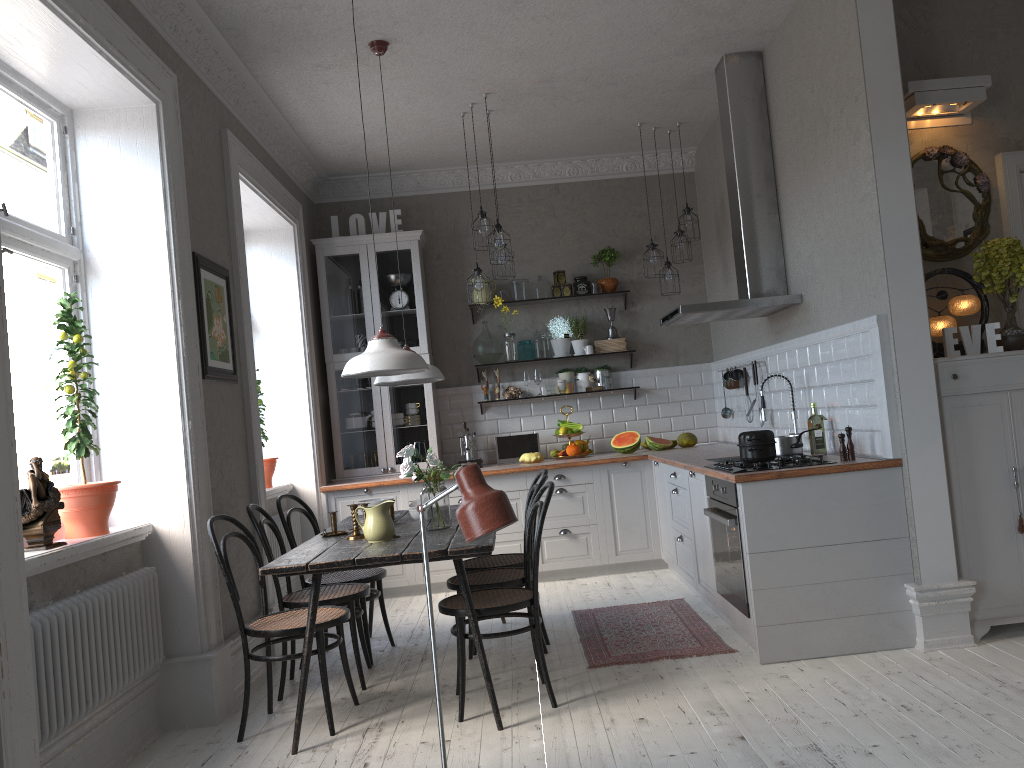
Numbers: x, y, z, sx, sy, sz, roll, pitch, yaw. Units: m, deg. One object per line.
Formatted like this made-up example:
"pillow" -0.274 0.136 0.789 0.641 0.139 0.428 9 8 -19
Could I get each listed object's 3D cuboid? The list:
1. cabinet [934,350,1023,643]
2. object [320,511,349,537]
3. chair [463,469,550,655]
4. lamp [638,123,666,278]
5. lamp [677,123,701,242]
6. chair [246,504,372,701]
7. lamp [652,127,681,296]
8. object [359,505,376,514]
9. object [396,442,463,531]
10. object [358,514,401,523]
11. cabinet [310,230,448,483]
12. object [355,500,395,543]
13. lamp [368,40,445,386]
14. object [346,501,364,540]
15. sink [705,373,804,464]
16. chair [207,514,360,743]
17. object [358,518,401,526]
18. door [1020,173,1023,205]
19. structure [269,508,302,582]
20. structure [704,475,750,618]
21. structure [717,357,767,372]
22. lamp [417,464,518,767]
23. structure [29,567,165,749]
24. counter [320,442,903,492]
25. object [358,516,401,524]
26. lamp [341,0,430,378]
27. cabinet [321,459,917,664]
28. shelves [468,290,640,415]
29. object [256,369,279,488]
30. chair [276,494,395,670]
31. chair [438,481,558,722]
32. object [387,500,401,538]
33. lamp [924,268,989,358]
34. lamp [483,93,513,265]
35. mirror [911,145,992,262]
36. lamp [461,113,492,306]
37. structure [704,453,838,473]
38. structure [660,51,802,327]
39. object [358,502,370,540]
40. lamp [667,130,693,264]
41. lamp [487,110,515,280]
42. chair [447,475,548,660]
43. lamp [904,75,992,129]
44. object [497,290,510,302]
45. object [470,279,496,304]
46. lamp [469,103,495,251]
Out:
"cabinet" 2.304 0.505 4.198 0.667 1.297 0.383 -5 -2 -2
"object" -0.865 0.678 4.302 0.141 0.112 0.137 -5 -2 -19
"chair" -0.033 0.950 4.846 0.551 0.920 0.436 -5 -2 -4
"lamp" 0.973 -1.655 6.565 0.144 1.734 0.149 -7 -2 30
"lamp" 1.254 -1.938 6.659 0.149 1.734 0.144 -4 -2 -30
"chair" -0.978 1.021 4.355 0.551 0.920 0.436 -5 -2 -4
"lamp" 1.113 -1.540 6.700 0.149 1.734 0.144 -4 -2 -30
"object" -0.691 0.660 4.537 0.181 0.094 0.178 -5 -2 -11
"object" -0.365 0.469 4.106 0.313 0.414 0.250 -5 -2 -3
"object" -0.687 0.696 4.536 0.234 0.027 0.241 -6 -3 21
"cabinet" -1.044 -0.202 7.068 0.881 1.920 0.387 -5 -2 -2
"object" -0.592 0.605 3.886 0.153 0.170 0.133 -4 -3 -40
"lamp" -0.637 -0.927 4.780 0.378 1.858 0.381 -6 -2 6
"object" -0.721 0.624 4.071 0.097 0.172 0.094 -5 -2 -20
"sink" 1.392 0.308 5.044 0.529 0.720 0.485 -5 -2 -2
"chair" -0.974 0.998 3.801 0.547 0.920 0.439 -6 -2 6
"object" -0.686 0.713 4.535 0.235 0.027 0.240 -6 -2 16
"door" 3.053 -0.024 4.483 0.753 2.182 0.080 -5 -2 -3
"structure" -1.550 1.074 5.736 0.149 0.428 1.220 -5 -2 -2
"structure" 1.321 0.746 4.373 0.619 0.623 0.621 -5 -2 -2
"structure" 1.630 -0.121 6.333 0.094 0.053 1.084 -6 -2 0
"lamp" -0.083 0.560 1.524 0.246 0.839 0.141 -7 -3 34
"structure" -1.547 0.968 3.206 0.149 0.428 1.220 -5 -2 -2
"counter" 0.197 0.575 5.632 3.167 0.039 3.385 -6 -2 -1
"object" -0.686 0.704 4.536 0.242 0.027 0.233 -4 -3 -34
"lamp" -0.637 -0.964 3.887 0.372 1.858 0.387 -7 -3 36
"cabinet" 0.687 0.946 5.785 4.106 0.854 2.030 -8 -3 45
"shelves" 0.348 -0.237 7.268 1.319 0.923 0.228 -5 -2 -3
"object" -1.735 0.303 6.007 0.256 0.813 0.264 -7 -2 26
"chair" -0.961 1.040 4.842 0.545 0.920 0.441 -6 -2 11
"chair" -0.046 0.909 3.830 0.551 0.920 0.436 -5 -2 -4
"object" -0.537 0.605 3.972 0.059 0.167 0.060 -6 -2 12
"lamp" 2.131 -0.288 4.320 0.448 0.558 0.172 -6 -2 5
"lamp" -0.151 -1.636 5.682 0.150 1.734 0.143 -3 -3 -45
"mirror" 2.178 -0.918 4.477 0.534 0.593 0.071 -5 -2 -3
"lamp" -0.294 -1.399 5.984 0.150 1.734 0.144 -4 -3 -35
"structure" 1.260 0.386 4.389 0.497 0.031 0.605 -6 -2 -1
"structure" 1.251 -1.215 5.500 0.714 1.595 0.711 -5 -2 -2
"object" -0.660 0.615 4.002 0.061 0.172 0.063 -6 -2 20
"lamp" 1.224 -1.799 6.822 0.143 1.734 0.150 -7 -3 40
"lamp" -0.135 -1.574 5.994 0.148 1.734 0.145 -5 -2 -15
"chair" -0.050 0.931 4.363 0.547 0.920 0.439 -6 -2 6
"lamp" 2.135 -1.399 4.414 0.416 0.171 0.219 -5 -2 -2
"object" -0.068 -0.709 7.273 0.103 0.111 0.103 -5 -2 -2
"object" -0.233 -0.749 7.210 0.189 0.216 0.174 -6 -2 12
"lamp" -0.259 -1.750 5.841 0.148 1.734 0.145 -5 -2 -15
